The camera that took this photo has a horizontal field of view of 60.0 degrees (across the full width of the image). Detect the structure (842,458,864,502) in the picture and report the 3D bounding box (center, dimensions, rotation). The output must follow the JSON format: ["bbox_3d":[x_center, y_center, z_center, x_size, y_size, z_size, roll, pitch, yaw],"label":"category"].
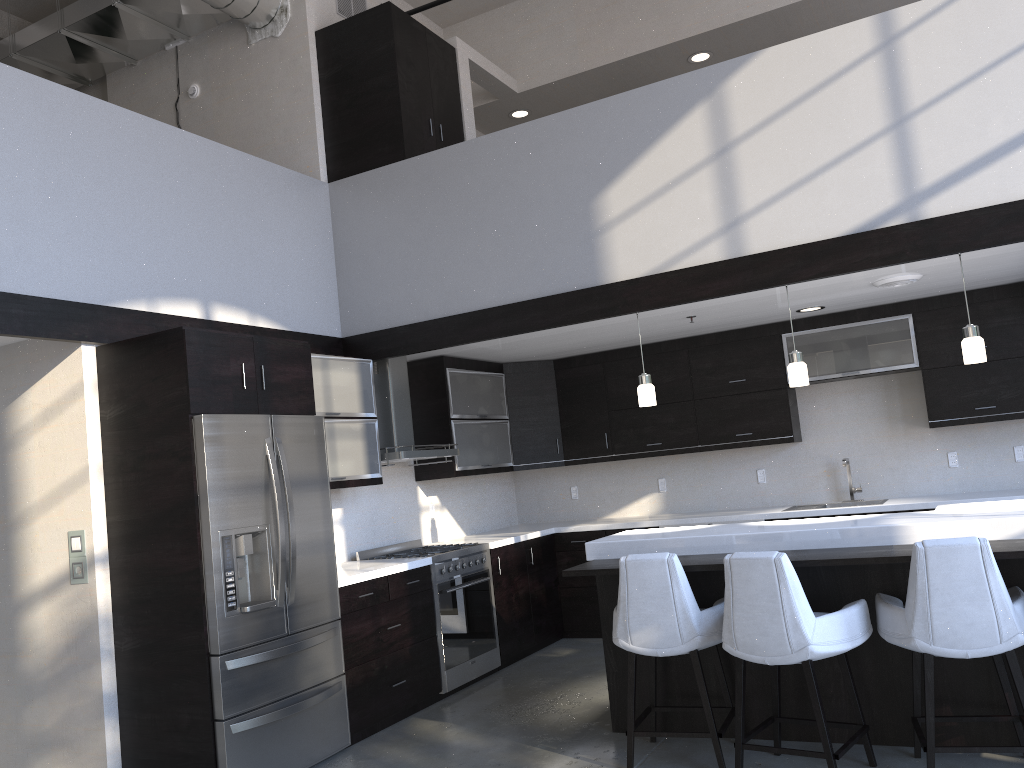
[{"bbox_3d":[2.494,0.714,6.567,0.149,0.328,0.224,-8,-6,27],"label":"structure"}]

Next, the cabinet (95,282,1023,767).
[{"bbox_3d":[0.900,0.673,5.219,4.235,2.312,4.277,-9,-6,27],"label":"cabinet"}]

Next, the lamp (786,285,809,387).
[{"bbox_3d":[1.513,-0.297,4.791,0.100,0.622,0.100,-9,-6,34],"label":"lamp"}]

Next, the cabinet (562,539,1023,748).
[{"bbox_3d":[1.785,1.185,4.167,2.694,0.909,1.371,-9,-6,27],"label":"cabinet"}]

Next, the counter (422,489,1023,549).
[{"bbox_3d":[1.520,0.974,6.310,4.242,0.045,1.710,-9,-6,27],"label":"counter"}]

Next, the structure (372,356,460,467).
[{"bbox_3d":[-0.790,0.106,6.167,0.489,0.929,0.727,-8,-6,27],"label":"structure"}]

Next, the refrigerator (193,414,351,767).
[{"bbox_3d":[-1.427,1.080,4.520,0.821,1.770,0.853,-8,-6,27],"label":"refrigerator"}]

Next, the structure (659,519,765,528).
[{"bbox_3d":[1.664,1.423,6.803,0.785,0.789,0.783,-9,-6,27],"label":"structure"}]

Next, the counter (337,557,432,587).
[{"bbox_3d":[-1.013,1.134,5.306,0.677,0.047,0.919,-9,-6,27],"label":"counter"}]

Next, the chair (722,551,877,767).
[{"bbox_3d":[1.151,1.165,3.677,0.580,0.983,0.501,-10,-6,39],"label":"chair"}]

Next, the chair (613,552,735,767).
[{"bbox_3d":[0.730,1.245,4.051,0.580,0.983,0.501,-8,-6,24],"label":"chair"}]

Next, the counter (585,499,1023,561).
[{"bbox_3d":[1.614,0.734,4.495,2.295,0.095,0.977,-9,-6,27],"label":"counter"}]

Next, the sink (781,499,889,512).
[{"bbox_3d":[2.347,0.958,6.404,0.677,0.168,0.475,-9,-6,27],"label":"sink"}]

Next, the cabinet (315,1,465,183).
[{"bbox_3d":[-0.806,-1.453,6.479,0.685,2.230,0.838,-8,-6,27],"label":"cabinet"}]

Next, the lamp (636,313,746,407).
[{"bbox_3d":[1.236,-0.149,5.981,0.124,0.622,1.953,-9,-6,30],"label":"lamp"}]

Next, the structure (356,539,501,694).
[{"bbox_3d":[-0.511,1.528,6.027,0.621,0.901,0.845,-9,-6,27],"label":"structure"}]

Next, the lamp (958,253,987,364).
[{"bbox_3d":[2.703,-0.377,5.208,0.124,0.622,1.949,-8,-6,28],"label":"lamp"}]

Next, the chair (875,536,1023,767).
[{"bbox_3d":[1.773,1.083,3.499,0.579,0.983,0.502,-8,-5,19],"label":"chair"}]
